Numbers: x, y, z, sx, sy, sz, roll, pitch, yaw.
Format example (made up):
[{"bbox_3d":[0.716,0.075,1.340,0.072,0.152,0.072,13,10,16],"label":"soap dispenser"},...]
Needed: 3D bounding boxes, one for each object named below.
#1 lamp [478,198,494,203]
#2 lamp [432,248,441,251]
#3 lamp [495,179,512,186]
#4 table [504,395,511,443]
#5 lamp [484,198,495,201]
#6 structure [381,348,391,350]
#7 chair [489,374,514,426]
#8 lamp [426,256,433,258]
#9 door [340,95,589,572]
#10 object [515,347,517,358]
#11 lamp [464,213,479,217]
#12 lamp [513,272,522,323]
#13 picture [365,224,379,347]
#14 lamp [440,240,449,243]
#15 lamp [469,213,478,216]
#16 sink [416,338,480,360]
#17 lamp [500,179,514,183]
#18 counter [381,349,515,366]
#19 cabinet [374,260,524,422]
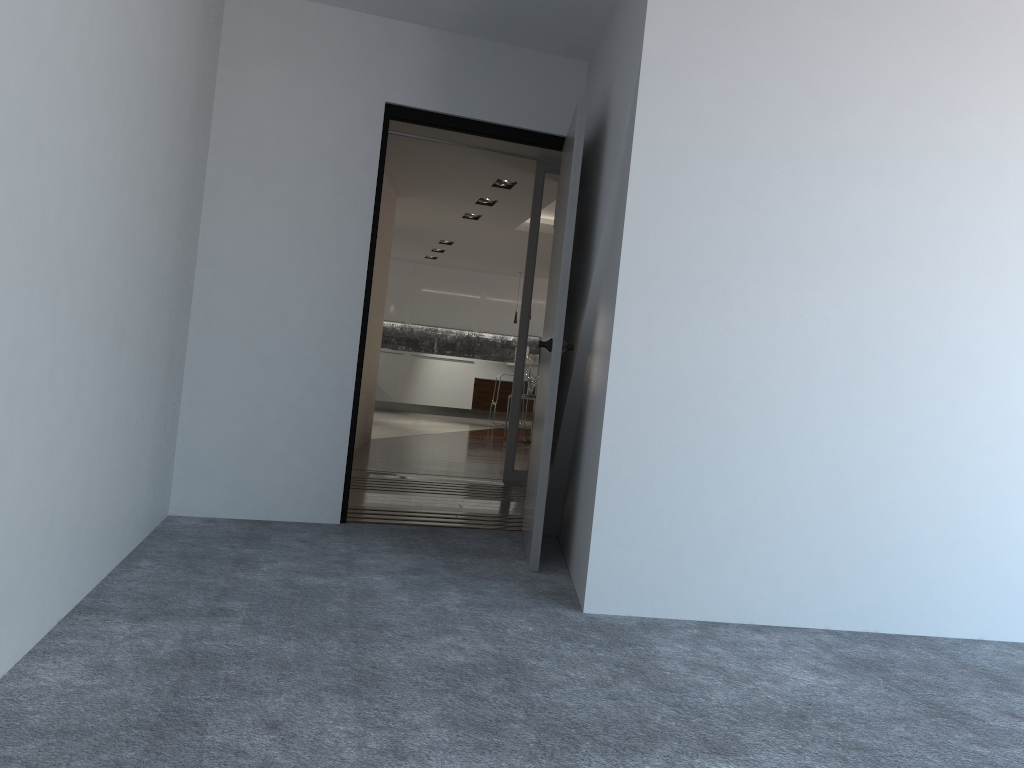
[{"bbox_3d":[-0.268,-1.865,8.880,0.183,0.077,0.170,6,1,-19],"label":"lamp"},{"bbox_3d":[-1.098,-2.003,12.993,0.186,0.077,0.168,6,1,-31],"label":"lamp"},{"bbox_3d":[-0.082,-1.834,7.963,0.183,0.077,0.170,6,1,-19],"label":"lamp"},{"bbox_3d":[0.208,0.446,10.250,0.463,0.563,0.584,6,0,-14],"label":"table"},{"bbox_3d":[-0.233,-1.859,8.708,0.180,0.077,0.174,6,0,-8],"label":"lamp"},{"bbox_3d":[-2.341,-0.606,14.614,0.642,0.011,0.550,6,1,-15],"label":"structure"},{"bbox_3d":[-0.084,0.252,13.841,0.443,0.800,0.408,6,0,-14],"label":"chair"},{"bbox_3d":[-1.283,-2.033,13.915,0.186,0.077,0.167,6,1,-43],"label":"lamp"},{"bbox_3d":[-0.167,-0.290,4.101,1.030,2.093,0.951,6,0,-14],"label":"door"},{"bbox_3d":[0.257,-0.484,15.409,0.417,0.298,0.572,6,0,-1],"label":"object"},{"bbox_3d":[-0.456,-1.896,9.808,0.167,0.077,0.186,6,1,41],"label":"lamp"},{"bbox_3d":[0.098,-1.423,14.555,0.059,0.845,0.056,6,-1,-14],"label":"lamp"},{"bbox_3d":[-1.223,-0.834,7.285,0.029,1.165,0.745,6,0,-2],"label":"picture"},{"bbox_3d":[-0.910,-1.971,12.068,0.186,0.077,0.168,6,1,-31],"label":"lamp"},{"bbox_3d":[-0.421,-1.890,9.636,0.180,0.077,0.174,6,0,-8],"label":"lamp"},{"bbox_3d":[-1.146,-0.501,14.979,1.187,0.521,0.494,6,0,-16],"label":"sink"},{"bbox_3d":[-0.047,-1.828,7.791,0.180,0.077,0.174,6,0,-8],"label":"lamp"},{"bbox_3d":[-1.333,-0.464,13.921,4.148,0.041,2.615,6,1,-15],"label":"counter"},{"bbox_3d":[0.281,-0.560,13.518,7.123,2.501,4.320,6,0,-15],"label":"cabinet"}]
